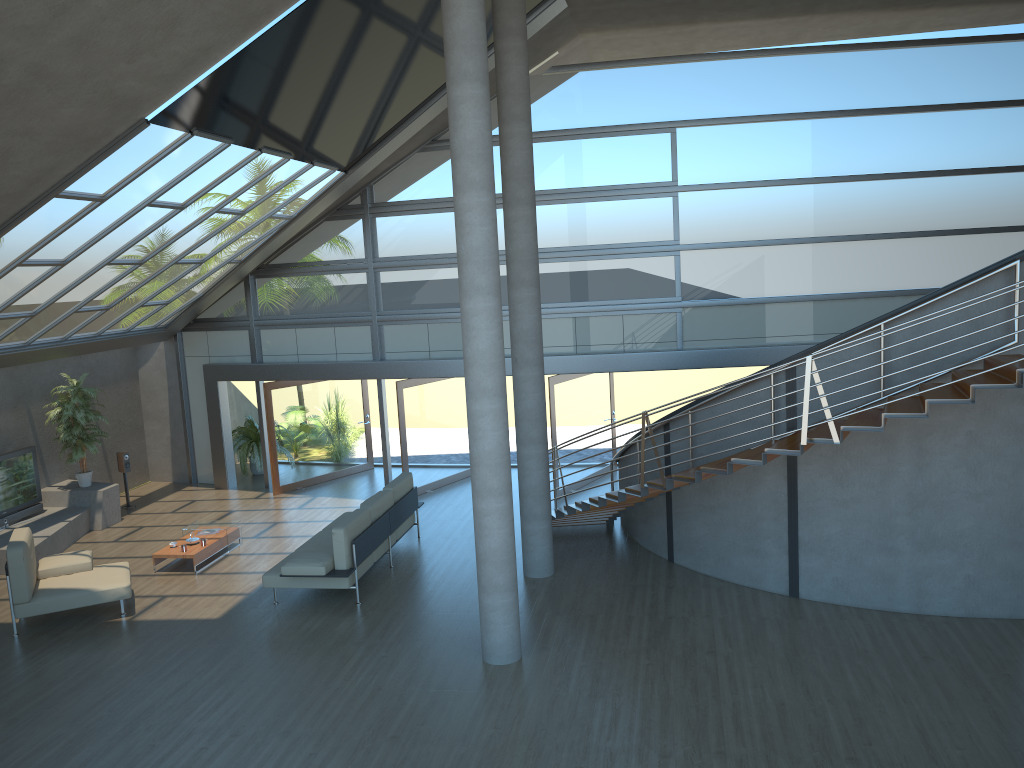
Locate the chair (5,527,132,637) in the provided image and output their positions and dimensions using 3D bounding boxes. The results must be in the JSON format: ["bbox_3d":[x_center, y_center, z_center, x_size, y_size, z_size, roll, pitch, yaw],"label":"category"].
[{"bbox_3d":[-5.129,2.158,10.321,1.244,1.023,1.217,-6,8,-23],"label":"chair"}]

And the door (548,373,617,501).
[{"bbox_3d":[1.226,0.711,14.874,0.200,1.977,2.298,1,9,32],"label":"door"}]

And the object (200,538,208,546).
[{"bbox_3d":[-4.113,2.107,11.834,0.070,0.101,0.085,3,10,38],"label":"object"}]

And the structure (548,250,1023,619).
[{"bbox_3d":[2.315,0.484,9.797,2.349,3.653,6.809,-10,10,-40],"label":"structure"}]

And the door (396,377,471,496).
[{"bbox_3d":[-1.174,0.777,15.391,0.200,1.977,2.298,2,9,34],"label":"door"}]

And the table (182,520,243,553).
[{"bbox_3d":[-4.218,2.147,12.499,0.680,0.342,0.400,-2,8,11],"label":"table"}]

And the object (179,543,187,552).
[{"bbox_3d":[-4.306,2.146,11.621,0.085,0.101,0.070,-2,8,9],"label":"object"}]

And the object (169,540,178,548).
[{"bbox_3d":[-4.521,2.136,11.841,0.102,0.086,0.100,-1,8,15],"label":"object"}]

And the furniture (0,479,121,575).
[{"bbox_3d":[-6.894,2.074,13.271,1.577,0.610,2.936,-2,8,11],"label":"furniture"}]

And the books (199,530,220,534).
[{"bbox_3d":[-4.246,2.074,12.470,0.275,0.005,0.189,-4,8,-6],"label":"books"}]

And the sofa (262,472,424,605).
[{"bbox_3d":[-2.097,1.901,11.371,1.166,0.947,3.079,-2,8,10],"label":"sofa"}]

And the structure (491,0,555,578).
[{"bbox_3d":[0.131,-1.228,10.337,0.381,7.125,0.382,-8,9,-35],"label":"structure"}]

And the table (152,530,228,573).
[{"bbox_3d":[-4.288,2.256,12.117,0.600,0.250,1.200,-2,8,11],"label":"table"}]

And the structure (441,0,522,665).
[{"bbox_3d":[-0.294,-0.905,8.073,0.381,7.125,0.382,-2,8,11],"label":"structure"}]

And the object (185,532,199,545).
[{"bbox_3d":[-4.302,2.074,11.931,0.178,0.161,0.178,-9,9,-37],"label":"object"}]

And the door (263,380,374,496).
[{"bbox_3d":[-3.460,0.805,16.134,0.200,1.977,2.298,3,10,39],"label":"door"}]

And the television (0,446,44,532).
[{"bbox_3d":[-7.415,1.576,12.824,0.396,1.063,1.568,-2,8,11],"label":"television"}]

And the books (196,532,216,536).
[{"bbox_3d":[-4.272,2.085,12.424,0.275,0.005,0.189,-4,8,-9],"label":"books"}]

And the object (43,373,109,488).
[{"bbox_3d":[-6.885,0.719,14.070,0.932,1.857,0.895,-8,9,-30],"label":"object"}]

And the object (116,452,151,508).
[{"bbox_3d":[-8.623,2.034,13.005,7.863,0.982,21.345,-1,8,14],"label":"object"}]

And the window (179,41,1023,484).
[{"bbox_3d":[1.919,-1.618,14.454,16.616,6.630,1.098,-2,8,9],"label":"window"}]
